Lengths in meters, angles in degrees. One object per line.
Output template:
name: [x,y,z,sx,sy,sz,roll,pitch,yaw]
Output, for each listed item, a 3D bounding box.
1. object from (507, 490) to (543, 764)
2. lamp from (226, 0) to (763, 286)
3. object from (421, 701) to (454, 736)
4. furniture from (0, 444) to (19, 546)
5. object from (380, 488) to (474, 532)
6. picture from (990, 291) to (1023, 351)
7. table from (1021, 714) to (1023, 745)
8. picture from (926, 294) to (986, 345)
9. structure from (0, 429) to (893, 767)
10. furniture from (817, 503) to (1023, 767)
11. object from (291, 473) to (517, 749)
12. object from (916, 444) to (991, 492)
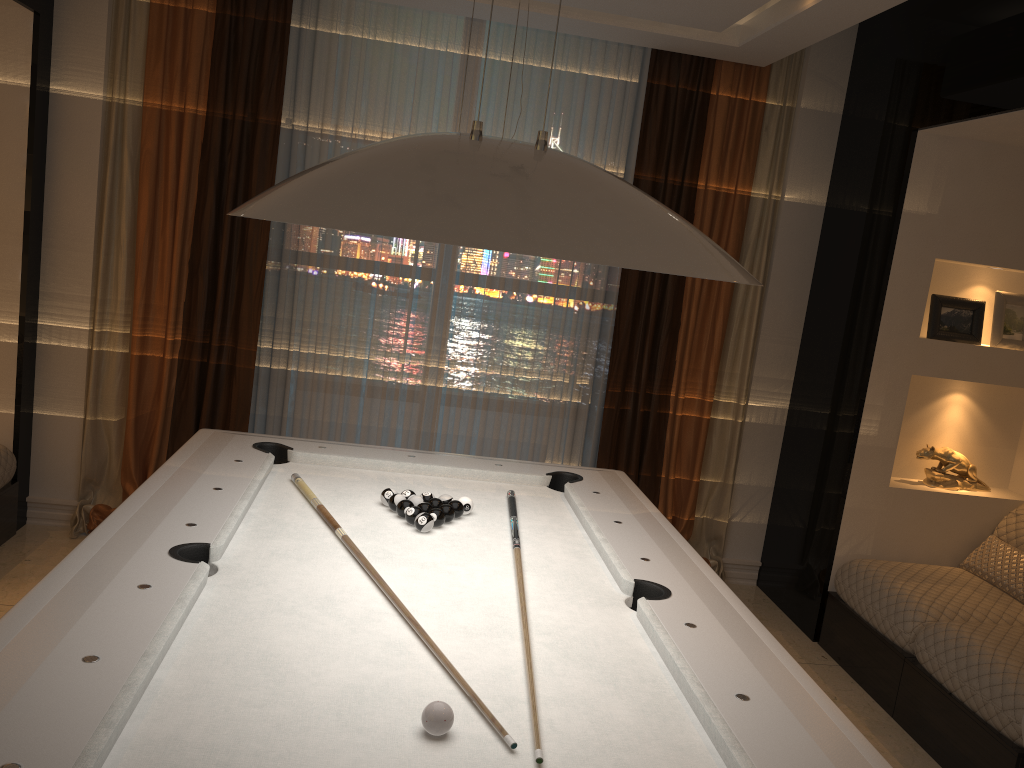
object: [0.021,0.501,2.267,0.028,0.026,1.605,7,9,-3]
lamp: [-0.020,-0.805,1.975,0.939,0.995,1.578,6,9,-8]
object: [-0.129,0.579,1.538,0.057,0.057,0.057,1,11,-38]
furniture: [-2.760,0.295,3.684,1.107,0.810,0.660,6,9,-8]
object: [-0.233,0.381,2.730,0.265,0.057,0.299,2,10,-33]
picture: [2.290,-0.283,4.056,0.211,0.262,0.094,6,9,-8]
table: [2.167,1.309,2.583,1.143,0.457,0.608,6,9,-8]
picture: [2.008,-0.289,4.024,0.264,0.209,0.090,6,9,-8]
structure: [-0.259,0.852,2.225,1.659,0.812,2.912,6,9,-8]
furniture: [2.084,0.976,3.490,1.107,0.810,1.312,6,9,-8]
object: [-0.355,0.460,2.209,0.028,0.026,1.605,3,10,-28]
object: [2.097,0.403,4.201,0.409,0.202,0.124,7,9,-4]
